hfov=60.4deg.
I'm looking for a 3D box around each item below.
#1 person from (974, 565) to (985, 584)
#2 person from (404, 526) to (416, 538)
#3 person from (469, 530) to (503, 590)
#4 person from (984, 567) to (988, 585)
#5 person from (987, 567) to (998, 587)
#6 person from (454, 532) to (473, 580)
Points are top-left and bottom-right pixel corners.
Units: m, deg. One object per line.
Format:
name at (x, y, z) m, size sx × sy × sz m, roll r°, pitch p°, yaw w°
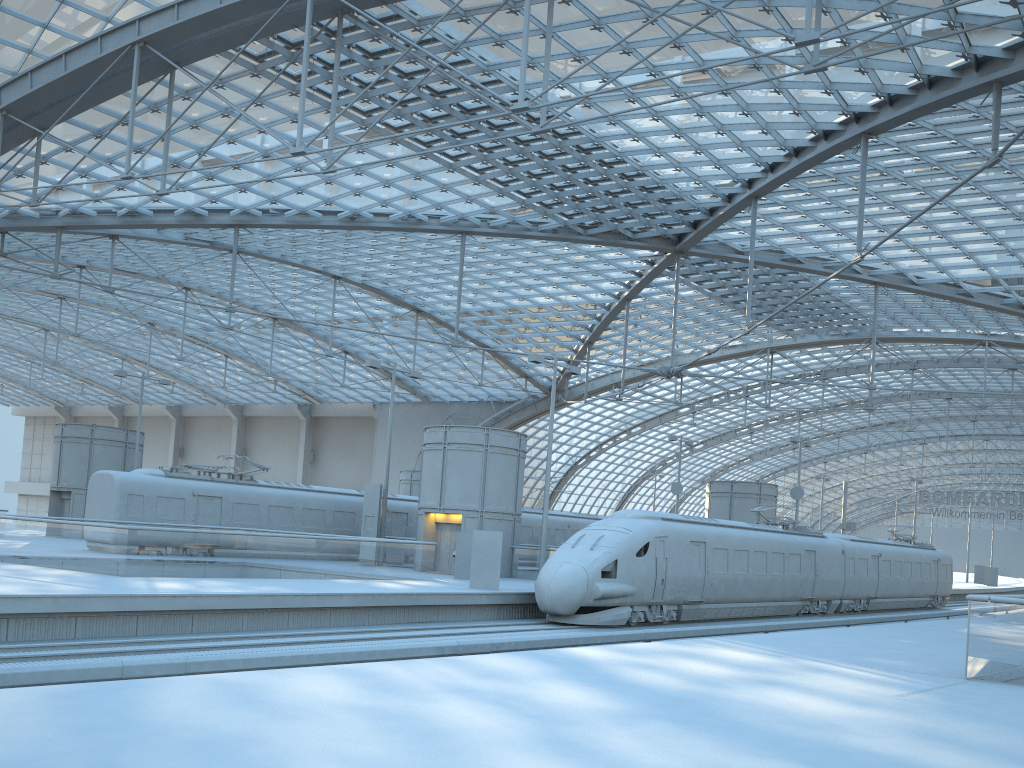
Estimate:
person at (44.680, 18.250, 84.149) m, size 0.899 × 1.791 × 0.001 m, roll 1°, pitch -3°, yaw 35°
person at (-4.342, 7.097, 38.398) m, size 0.826 × 1.724 × 0.001 m, roll 3°, pitch -2°, yaw 14°
person at (-0.718, 5.025, 24.974) m, size 0.874 × 1.698 × 0.001 m, roll 3°, pitch -2°, yaw 14°
person at (43.346, 17.470, 79.778) m, size 0.874 × 1.697 × 0.001 m, roll 1°, pitch -4°, yaw 40°
person at (41.819, 16.805, 76.437) m, size 0.826 × 1.724 × 0.001 m, roll 1°, pitch -4°, yaw 40°
person at (-1.558, 5.782, 29.434) m, size 0.709 × 1.604 × 0.001 m, roll 3°, pitch -3°, yaw 19°
